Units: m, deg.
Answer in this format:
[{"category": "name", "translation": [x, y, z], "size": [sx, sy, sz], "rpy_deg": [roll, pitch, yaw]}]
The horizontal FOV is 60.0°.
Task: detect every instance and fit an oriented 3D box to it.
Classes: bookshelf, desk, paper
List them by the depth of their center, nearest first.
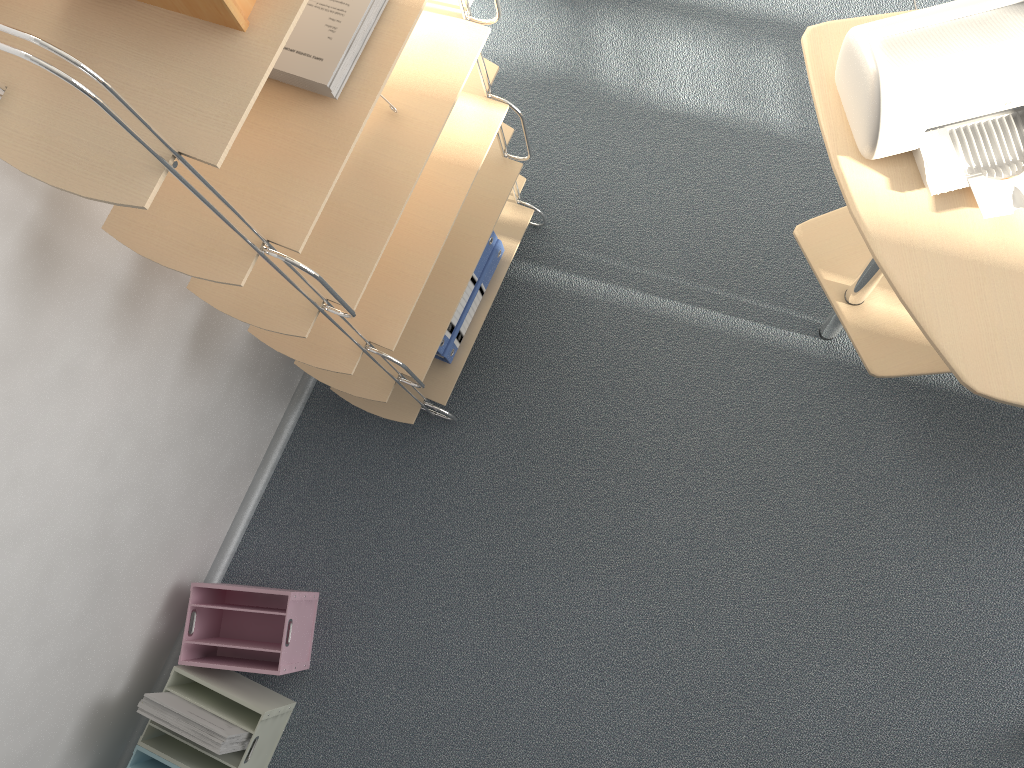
[{"category": "paper", "translation": [-0.285, -0.573, 1.277], "size": [0.213, 0.046, 0.297], "rpy_deg": [22, 80, 12]}, {"category": "desk", "translation": [1.278, -0.268, 1.379], "size": [1.469, 1.566, 0.967], "rpy_deg": [-5, 76, 6]}, {"category": "bookshelf", "translation": [-0.289, -0.407, 1.618], "size": [0.381, 1.572, 0.724], "rpy_deg": [22, 80, 12]}, {"category": "paper", "translation": [-0.689, 0.769, 2.028], "size": [0.220, 0.306, 0.068], "rpy_deg": [21, 80, 12]}]

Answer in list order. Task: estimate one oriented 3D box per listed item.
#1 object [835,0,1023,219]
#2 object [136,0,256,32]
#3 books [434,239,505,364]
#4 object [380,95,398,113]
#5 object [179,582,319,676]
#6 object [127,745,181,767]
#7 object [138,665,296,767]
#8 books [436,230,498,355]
[{"category": "object", "translation": [0.805, -0.467, 1.456], "size": [0.438, 0.162, 0.351], "rpy_deg": [-13, 75, 4]}, {"category": "object", "translation": [-0.407, -0.517, 0.906], "size": [0.243, 0.259, 0.113], "rpy_deg": [20, 80, 12]}, {"category": "books", "translation": [-0.205, -0.249, 2.200], "size": [0.262, 0.072, 0.320], "rpy_deg": [23, 80, 12]}, {"category": "object", "translation": [-0.295, -0.433, 1.437], "size": [0.077, 0.161, 0.192], "rpy_deg": [41, 85, 14]}, {"category": "object", "translation": [-0.624, 0.585, 2.137], "size": [0.245, 0.202, 0.185], "rpy_deg": [3, 77, 8]}, {"category": "object", "translation": [-0.758, 0.967, 2.062], "size": [0.245, 0.202, 0.185], "rpy_deg": [21, 80, 12]}, {"category": "object", "translation": [-0.686, 0.799, 2.093], "size": [0.245, 0.202, 0.185], "rpy_deg": [21, 80, 12]}, {"category": "books", "translation": [-0.221, -0.265, 2.149], "size": [0.263, 0.100, 0.320], "rpy_deg": [23, 80, 12]}]
